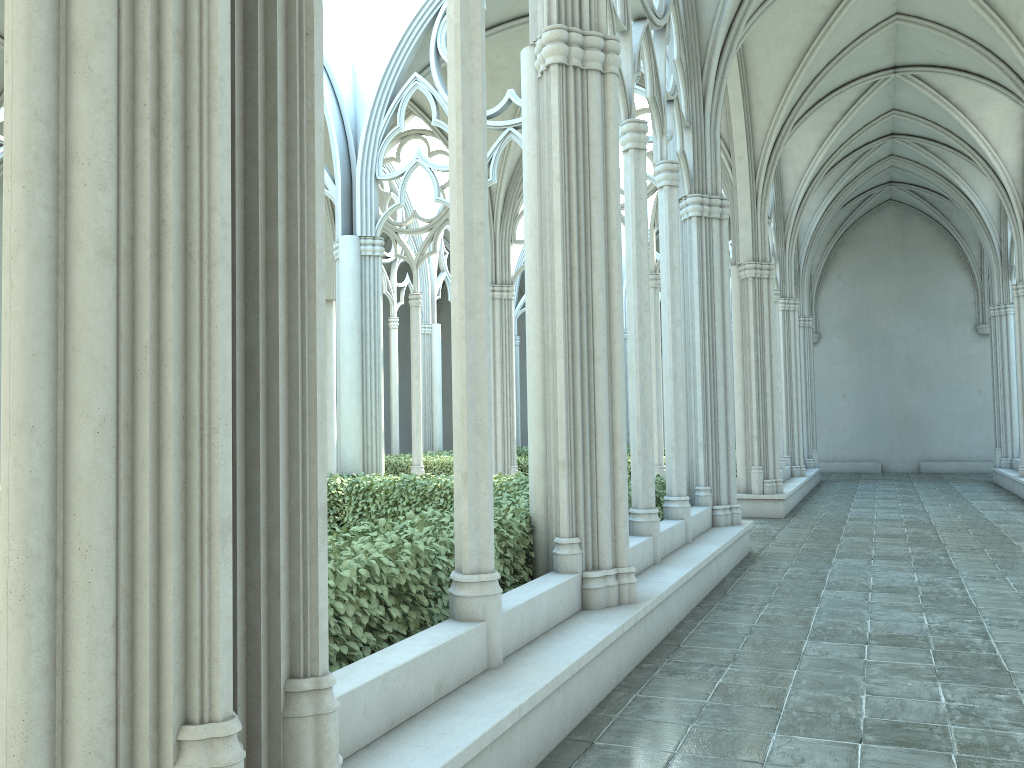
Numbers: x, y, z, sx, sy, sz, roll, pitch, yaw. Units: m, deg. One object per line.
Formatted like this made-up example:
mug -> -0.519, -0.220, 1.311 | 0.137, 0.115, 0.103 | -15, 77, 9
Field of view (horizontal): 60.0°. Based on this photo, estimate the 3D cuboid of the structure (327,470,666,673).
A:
structure -> -3.299, 1.429, 7.832 | 7.995, 0.963, 8.018 | -2, -3, 23

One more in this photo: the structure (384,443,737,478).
structure -> 1.718, 1.914, 19.885 | 7.995, 0.963, 8.018 | -2, -3, 23
